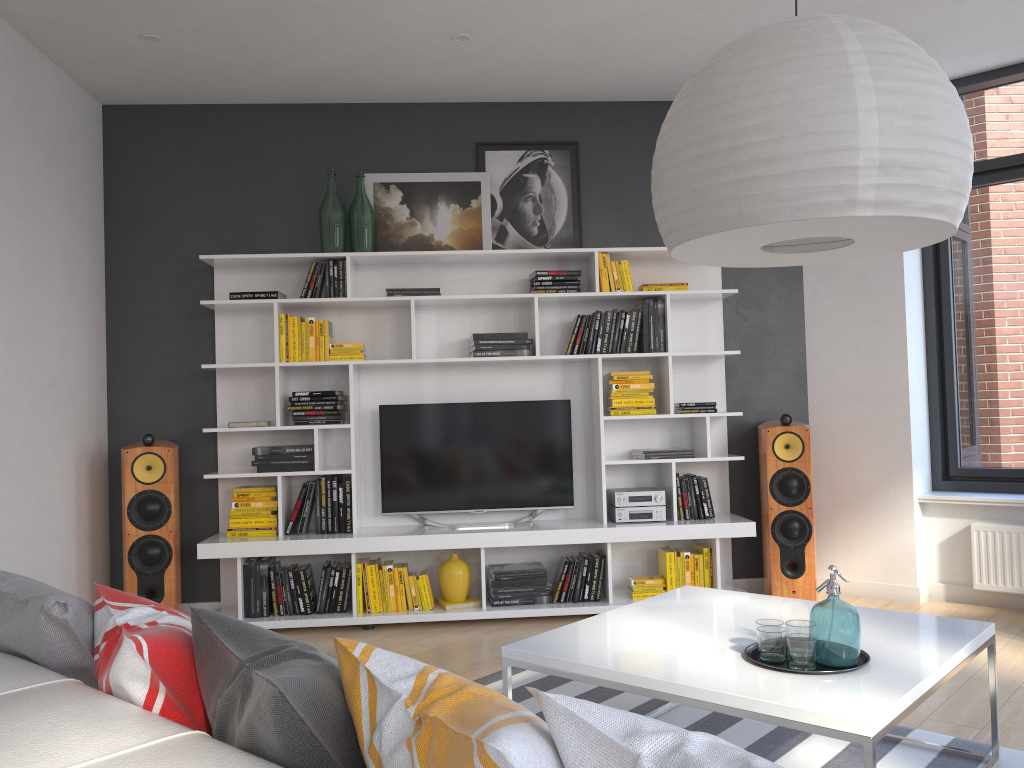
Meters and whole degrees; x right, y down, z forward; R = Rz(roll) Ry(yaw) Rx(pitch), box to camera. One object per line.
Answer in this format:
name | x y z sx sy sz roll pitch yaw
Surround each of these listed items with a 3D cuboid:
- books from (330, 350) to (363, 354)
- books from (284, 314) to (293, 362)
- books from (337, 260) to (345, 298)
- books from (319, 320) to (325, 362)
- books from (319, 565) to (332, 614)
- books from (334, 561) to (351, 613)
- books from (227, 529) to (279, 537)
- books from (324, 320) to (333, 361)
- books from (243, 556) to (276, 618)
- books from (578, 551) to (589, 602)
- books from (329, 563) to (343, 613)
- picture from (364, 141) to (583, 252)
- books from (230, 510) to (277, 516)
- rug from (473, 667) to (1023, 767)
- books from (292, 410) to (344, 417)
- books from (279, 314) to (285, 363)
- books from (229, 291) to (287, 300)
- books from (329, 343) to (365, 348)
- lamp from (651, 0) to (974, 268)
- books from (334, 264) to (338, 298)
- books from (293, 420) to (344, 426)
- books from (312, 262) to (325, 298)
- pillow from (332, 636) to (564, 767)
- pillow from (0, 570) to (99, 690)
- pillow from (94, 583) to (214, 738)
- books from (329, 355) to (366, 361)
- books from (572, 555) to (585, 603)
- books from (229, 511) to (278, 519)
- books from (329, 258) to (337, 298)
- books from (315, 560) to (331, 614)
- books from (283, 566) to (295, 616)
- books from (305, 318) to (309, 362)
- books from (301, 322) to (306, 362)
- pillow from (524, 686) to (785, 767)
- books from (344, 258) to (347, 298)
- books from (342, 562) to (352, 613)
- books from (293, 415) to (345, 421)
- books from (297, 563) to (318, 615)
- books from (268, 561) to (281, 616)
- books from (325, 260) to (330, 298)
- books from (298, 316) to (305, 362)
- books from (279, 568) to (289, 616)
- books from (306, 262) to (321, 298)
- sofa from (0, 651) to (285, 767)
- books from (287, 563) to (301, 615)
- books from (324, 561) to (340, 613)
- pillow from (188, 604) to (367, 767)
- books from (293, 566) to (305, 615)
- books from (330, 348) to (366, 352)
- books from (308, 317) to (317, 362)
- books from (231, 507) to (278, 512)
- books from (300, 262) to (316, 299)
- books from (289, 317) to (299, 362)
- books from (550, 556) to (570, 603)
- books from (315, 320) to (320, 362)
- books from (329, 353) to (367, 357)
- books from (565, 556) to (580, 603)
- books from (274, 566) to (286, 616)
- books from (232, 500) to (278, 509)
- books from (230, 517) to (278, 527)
books | -0.934 -0.177 5.011 0.169 0.018 0.113 -2 -2 -3
books | -1.252 -0.249 5.017 0.025 0.270 0.213 -2 -2 -4
books | -0.961 -0.581 5.040 0.038 0.218 0.169 -2 -2 -4
books | -1.067 -0.236 5.030 0.024 0.234 0.172 -2 -2 -4
books | -1.019 1.129 4.883 0.069 0.242 0.172 -2 -2 -3
books | -0.932 1.122 4.913 0.084 0.249 0.191 -2 -2 -4
books | -1.429 0.829 4.976 0.270 0.029 0.204 -2 -2 1
books | -1.041 -0.237 5.036 0.024 0.234 0.172 -2 -2 -4
books | -1.385 1.104 4.884 0.128 0.321 0.259 -2 -2 -4
books | 0.387 1.083 4.996 0.075 0.254 0.192 -2 -2 -5
books | -0.970 1.126 4.899 0.071 0.243 0.179 -2 -2 -5
picture | -0.226 -1.088 5.249 1.279 0.707 0.076 -2 -2 -4
books | -1.448 0.720 4.986 0.228 0.024 0.152 -2 -2 0
rug | 0.494 1.215 2.764 2.326 0.016 1.662 -3 -2 41
books | -1.094 0.165 5.021 0.266 0.030 0.209 -2 -2 -5
books | -1.279 -0.248 5.007 0.029 0.270 0.204 -2 -2 -4
books | -1.426 -0.483 4.995 0.268 0.046 0.208 -2 -2 0
books | -0.934 -0.212 5.040 0.186 0.026 0.138 -2 -2 -4
lamp | 0.930 -0.180 0.499 0.710 2.647 3.199 -1 -2 -13
books | -0.990 -0.571 5.036 0.021 0.200 0.147 -2 -2 -4
books | -1.085 0.217 5.000 0.263 0.026 0.189 -2 -2 -6
books | -1.087 -0.575 5.029 0.074 0.212 0.154 -2 -2 -5
pillow | 0.795 0.547 1.152 2.095 0.440 0.630 -2 -2 -2
pillow | 0.186 0.552 1.404 2.953 0.453 0.647 -3 -2 29
pillow | 0.041 0.578 1.089 2.250 0.449 0.575 -3 -2 39
books | -0.929 -0.140 5.026 0.190 0.033 0.147 -2 -2 -4
books | 0.366 1.090 4.968 0.069 0.242 0.172 -2 -2 -3
books | -1.439 0.738 5.007 0.263 0.015 0.198 -2 -2 -1
books | -1.015 -0.585 5.040 0.025 0.232 0.176 -2 -2 -4
books | -1.043 1.121 4.910 0.066 0.260 0.197 -2 -2 -4
books | -1.215 1.133 4.871 0.050 0.242 0.169 -2 -2 -4
books | -1.148 -0.242 5.029 0.019 0.251 0.180 -2 -2 -4
books | -1.167 -0.229 5.008 0.024 0.229 0.156 -2 -2 -4
pillow | 1.108 0.521 1.211 2.156 0.456 0.580 -1 -2 -23
books | -0.933 -0.588 5.035 0.019 0.230 0.174 -2 -2 -4
books | -0.899 1.116 4.917 0.066 0.260 0.197 -2 -2 -4
books | -1.085 0.192 5.003 0.270 0.025 0.189 -2 -2 -5
books | -1.122 1.127 4.885 0.083 0.249 0.191 -2 -2 -4
books | -1.295 1.123 4.884 0.053 0.268 0.202 -2 -2 -4
books | -1.039 -0.579 5.033 0.021 0.221 0.156 -2 -2 -4
books | -1.187 -0.245 5.029 0.015 0.263 0.199 -2 -2 -4
books | -1.238 1.138 4.877 0.049 0.236 0.170 -2 -2 -3
books | -1.117 -0.573 5.039 0.087 0.214 0.171 -2 -2 -4
sofa | 0.519 0.826 1.759 3.424 0.732 2.614 -3 -2 41
books | -1.187 1.128 4.884 0.066 0.255 0.193 -2 -2 -4
books | -0.997 1.122 4.911 0.075 0.254 0.192 -2 -2 -5
pillow | 0.291 0.538 0.881 2.120 0.436 0.608 -3 -2 37
books | -1.157 1.132 4.879 0.066 0.242 0.177 -2 -2 -4
books | -0.929 -0.193 5.027 0.187 0.014 0.134 -2 -2 -4
books | -1.121 -0.243 5.028 0.035 0.250 0.185 -2 -2 -4
books | -1.437 0.699 5.005 0.251 0.019 0.180 -2 -2 -4
books | -1.148 -0.573 5.031 0.096 0.213 0.166 -2 -2 -6
books | -1.218 -0.242 5.024 0.044 0.255 0.198 -2 -2 -4
books | 0.266 1.096 4.983 0.104 0.234 0.182 -2 -2 -4
books | -1.091 -0.238 5.032 0.023 0.239 0.169 -2 -2 -4
books | -0.929 -0.163 5.031 0.196 0.011 0.148 -2 -2 -4
books | 0.331 1.095 4.979 0.081 0.233 0.169 -2 -2 -5
books | -1.262 1.138 4.882 0.053 0.240 0.189 -2 -2 -4
books | -1.427 0.671 5.005 0.250 0.035 0.185 -2 -2 -1
books | -1.434 0.767 4.992 0.255 0.044 0.198 -2 -2 -4
